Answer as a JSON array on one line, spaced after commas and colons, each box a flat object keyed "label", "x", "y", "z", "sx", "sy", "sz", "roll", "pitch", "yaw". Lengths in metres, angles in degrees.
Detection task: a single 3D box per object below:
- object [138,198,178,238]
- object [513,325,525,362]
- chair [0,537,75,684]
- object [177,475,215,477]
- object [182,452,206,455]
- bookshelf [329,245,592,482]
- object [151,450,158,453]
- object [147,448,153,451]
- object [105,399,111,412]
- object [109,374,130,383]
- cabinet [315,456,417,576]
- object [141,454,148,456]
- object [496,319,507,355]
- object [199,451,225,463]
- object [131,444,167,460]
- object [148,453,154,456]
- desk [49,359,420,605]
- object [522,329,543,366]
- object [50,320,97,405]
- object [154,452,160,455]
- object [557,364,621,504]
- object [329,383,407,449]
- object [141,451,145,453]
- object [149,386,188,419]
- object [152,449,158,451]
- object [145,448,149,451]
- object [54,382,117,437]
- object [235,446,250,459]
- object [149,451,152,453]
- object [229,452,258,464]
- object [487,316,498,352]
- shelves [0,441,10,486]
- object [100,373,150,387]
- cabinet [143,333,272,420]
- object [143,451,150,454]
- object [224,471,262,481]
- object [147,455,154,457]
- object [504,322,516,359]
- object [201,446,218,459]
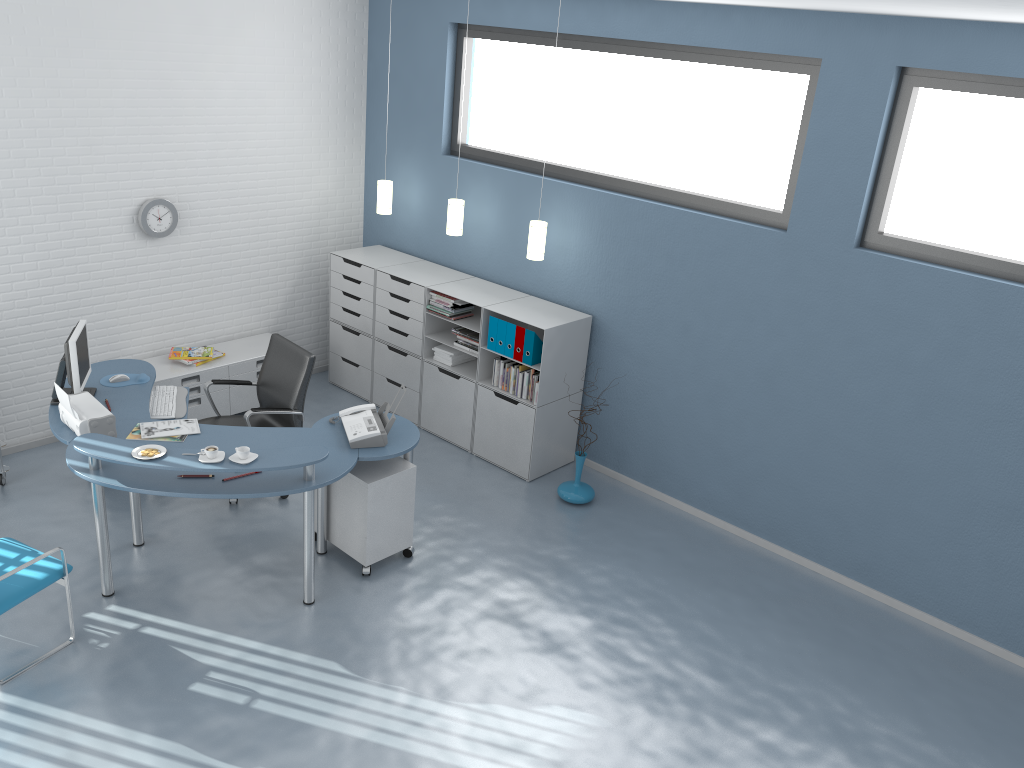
[{"label": "object", "x": -2.502, "y": -1.175, "z": 6.276, "sx": 0.041, "sy": 0.277, "sz": 0.279, "roll": 23, "pitch": 28, "yaw": 36}, {"label": "object", "x": 0.109, "y": -0.295, "z": 6.128, "sx": 0.082, "sy": 0.247, "sz": 0.181, "roll": 23, "pitch": 28, "yaw": 36}, {"label": "chair", "x": -2.449, "y": 0.935, "z": 4.164, "sx": 0.542, "sy": 0.707, "sz": 0.543, "roll": 15, "pitch": 24, "yaw": 23}, {"label": "object", "x": -1.581, "y": 0.460, "z": 4.435, "sx": 0.178, "sy": 0.013, "sz": 0.013, "roll": 1, "pitch": 22, "yaw": -11}, {"label": "object", "x": -1.560, "y": 0.340, "z": 4.350, "sx": 0.119, "sy": 0.021, "sz": 0.025, "roll": 4, "pitch": 22, "yaw": -3}, {"label": "bookshelf", "x": -0.509, "y": -0.249, "z": 6.938, "sx": 2.294, "sy": 1.141, "sz": 0.521, "roll": 23, "pitch": 28, "yaw": 36}, {"label": "object", "x": -1.746, "y": 0.330, "z": 4.331, "sx": 0.027, "sy": 0.005, "sz": 0.025, "roll": 18, "pitch": 25, "yaw": 29}, {"label": "object", "x": -1.773, "y": 0.322, "z": 4.346, "sx": 0.025, "sy": 0.005, "sz": 0.027, "roll": 4, "pitch": 22, "yaw": -4}, {"label": "object", "x": -2.319, "y": 0.123, "z": 5.094, "sx": 0.013, "sy": 0.013, "sz": 0.178, "roll": -8, "pitch": 26, "yaw": -30}, {"label": "object", "x": -2.407, "y": -0.039, "z": 5.435, "sx": 0.115, "sy": 0.035, "sz": 0.054, "roll": -12, "pitch": 28, "yaw": -37}, {"label": "cabinet", "x": -0.876, "y": 0.706, "z": 5.232, "sx": 0.559, "sy": 0.605, "sz": 0.383, "roll": 24, "pitch": 28, "yaw": 38}, {"label": "object", "x": -1.783, "y": 0.343, "z": 4.302, "sx": 0.027, "sy": 0.005, "sz": 0.025, "roll": 0, "pitch": 23, "yaw": -12}, {"label": "object", "x": -0.015, "y": -0.346, "z": 6.227, "sx": 0.082, "sy": 0.247, "sz": 0.181, "roll": 23, "pitch": 28, "yaw": 36}, {"label": "object", "x": -1.467, "y": 0.359, "z": 4.336, "sx": 0.119, "sy": 0.016, "sz": 0.119, "roll": 1, "pitch": 22, "yaw": -12}, {"label": "object", "x": -1.768, "y": 0.335, "z": 4.322, "sx": 0.162, "sy": 0.011, "sz": 0.162, "roll": 2, "pitch": 22, "yaw": -7}, {"label": "object", "x": -1.751, "y": 0.341, "z": 4.303, "sx": 0.025, "sy": 0.005, "sz": 0.027, "roll": 13, "pitch": 23, "yaw": 18}, {"label": "desk", "x": -1.771, "y": 0.537, "z": 5.045, "sx": 2.282, "sy": 0.900, "sz": 1.402, "roll": 11, "pitch": 23, "yaw": 14}, {"label": "object", "x": 0.171, "y": -0.268, "z": 6.078, "sx": 0.082, "sy": 0.247, "sz": 0.181, "roll": 23, "pitch": 28, "yaw": 36}, {"label": "object", "x": -2.533, "y": -0.113, "z": 5.089, "sx": 0.212, "sy": 0.417, "sz": 0.365, "roll": -1, "pitch": 23, "yaw": -16}, {"label": "object", "x": -1.734, "y": 0.338, "z": 4.327, "sx": 0.025, "sy": 0.005, "sz": 0.027, "roll": 17, "pitch": 25, "yaw": 27}, {"label": "object", "x": 0.509, "y": 0.356, "z": 5.925, "sx": 0.357, "sy": 0.972, "sz": 0.312, "roll": 11, "pitch": 23, "yaw": 14}, {"label": "object", "x": -0.815, "y": 0.145, "z": 5.034, "sx": 0.399, "sy": 0.280, "sz": 0.405, "roll": -2, "pitch": 23, "yaw": -19}, {"label": "object", "x": -1.797, "y": 0.332, "z": 4.328, "sx": 0.027, "sy": 0.005, "sz": 0.025, "roll": 2, "pitch": 22, "yaw": -8}, {"label": "object", "x": -2.107, "y": 0.106, "z": 5.350, "sx": 0.276, "sy": 0.028, "sz": 0.478, "roll": -2, "pitch": 23, "yaw": -18}, {"label": "object", "x": -1.752, "y": 0.326, "z": 4.353, "sx": 0.027, "sy": 0.005, "sz": 0.025, "roll": 8, "pitch": 22, "yaw": 7}, {"label": "object", "x": -1.786, "y": 0.323, "z": 4.352, "sx": 0.027, "sy": 0.005, "sz": 0.025, "roll": 8, "pitch": 22, "yaw": 7}, {"label": "object", "x": -2.295, "y": 0.128, "z": 4.741, "sx": 0.197, "sy": 0.273, "sz": 0.392, "roll": -15, "pitch": 30, "yaw": -41}, {"label": "object", "x": -1.321, "y": 0.338, "z": 4.356, "sx": 0.062, "sy": 0.049, "sz": 0.078, "roll": -6, "pitch": 25, "yaw": -27}, {"label": "object", "x": -1.764, "y": 0.334, "z": 4.330, "sx": 0.027, "sy": 0.005, "sz": 0.025, "roll": 15, "pitch": 24, "yaw": 23}, {"label": "object", "x": -1.319, "y": 0.363, "z": 4.358, "sx": 0.119, "sy": 0.016, "sz": 0.119, "roll": 13, "pitch": 23, "yaw": 17}, {"label": "object", "x": -0.076, "y": -0.372, "z": 6.276, "sx": 0.082, "sy": 0.247, "sz": 0.181, "roll": 23, "pitch": 28, "yaw": 36}, {"label": "shelves", "x": -3.597, "y": 0.288, "z": 5.305, "sx": 0.441, "sy": 0.848, "sz": 0.896, "roll": 23, "pitch": 28, "yaw": 37}, {"label": "object", "x": -2.387, "y": -0.039, "z": 5.463, "sx": 0.285, "sy": 0.026, "sz": 0.213, "roll": -10, "pitch": 27, "yaw": -34}, {"label": "cabinet", "x": -2.273, "y": 0.003, "z": 6.801, "sx": 0.447, "sy": 0.484, "sz": 1.259, "roll": 23, "pitch": 28, "yaw": 36}, {"label": "object", "x": -1.777, "y": 0.333, "z": 4.316, "sx": 0.025, "sy": 0.005, "sz": 0.027, "roll": -15, "pitch": 30, "yaw": -41}, {"label": "object", "x": -1.361, "y": 0.462, "z": 4.486, "sx": 0.200, "sy": 0.010, "sz": 0.011, "roll": -13, "pitch": 28, "yaw": -37}, {"label": "object", "x": -1.753, "y": 0.346, "z": 4.302, "sx": 0.025, "sy": 0.005, "sz": 0.027, "roll": 10, "pitch": 22, "yaw": 11}, {"label": "object", "x": 0.047, "y": -0.321, "z": 6.177, "sx": 0.082, "sy": 0.247, "sz": 0.181, "roll": 23, "pitch": 28, "yaw": 36}, {"label": "object", "x": -1.471, "y": 0.335, "z": 4.330, "sx": 0.078, "sy": 0.049, "sz": 0.062, "roll": 18, "pitch": 25, "yaw": 28}]
